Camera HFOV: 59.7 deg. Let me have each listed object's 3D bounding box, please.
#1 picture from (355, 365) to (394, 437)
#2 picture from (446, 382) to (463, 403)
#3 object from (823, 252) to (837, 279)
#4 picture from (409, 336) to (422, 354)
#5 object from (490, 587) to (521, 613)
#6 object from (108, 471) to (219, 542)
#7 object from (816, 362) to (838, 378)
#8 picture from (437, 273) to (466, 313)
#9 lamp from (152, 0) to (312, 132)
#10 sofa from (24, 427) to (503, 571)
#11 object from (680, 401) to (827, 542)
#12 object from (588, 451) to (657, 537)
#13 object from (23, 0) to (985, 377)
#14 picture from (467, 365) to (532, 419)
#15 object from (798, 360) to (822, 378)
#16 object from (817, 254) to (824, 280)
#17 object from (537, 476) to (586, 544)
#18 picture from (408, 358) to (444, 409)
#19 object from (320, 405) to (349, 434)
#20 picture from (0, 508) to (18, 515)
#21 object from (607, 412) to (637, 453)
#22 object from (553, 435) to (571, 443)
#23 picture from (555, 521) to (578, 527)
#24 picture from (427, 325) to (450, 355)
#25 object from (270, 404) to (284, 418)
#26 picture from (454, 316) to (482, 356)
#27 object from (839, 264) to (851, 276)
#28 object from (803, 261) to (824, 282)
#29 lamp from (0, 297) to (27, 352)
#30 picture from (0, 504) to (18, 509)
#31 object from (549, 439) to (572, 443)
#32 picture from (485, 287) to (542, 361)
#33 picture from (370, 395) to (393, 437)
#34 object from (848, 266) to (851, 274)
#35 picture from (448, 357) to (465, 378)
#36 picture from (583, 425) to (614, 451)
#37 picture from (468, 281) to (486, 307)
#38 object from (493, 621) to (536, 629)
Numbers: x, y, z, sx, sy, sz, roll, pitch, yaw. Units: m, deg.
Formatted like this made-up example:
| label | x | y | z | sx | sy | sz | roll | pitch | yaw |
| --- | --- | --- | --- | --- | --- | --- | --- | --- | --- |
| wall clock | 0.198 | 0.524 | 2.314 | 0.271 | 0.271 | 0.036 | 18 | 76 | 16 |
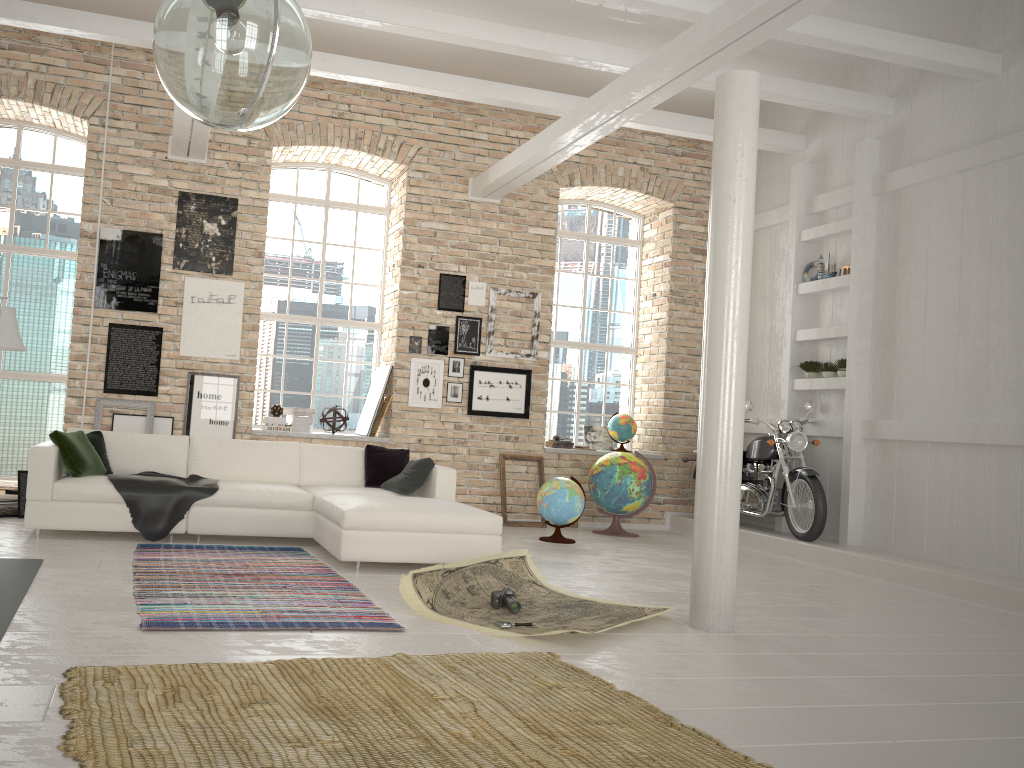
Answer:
| label | x | y | z | sx | sy | sz | roll | pitch | yaw |
| --- | --- | --- | --- | --- | --- | --- | --- | --- | --- |
| picture | -1.481 | 0.184 | 9.580 | 0.236 | 0.763 | 0.611 | 5 | -3 | -21 |
| picture | -0.611 | 0.091 | 9.495 | 0.170 | 0.213 | 0.012 | 4 | -3 | -15 |
| object | 3.081 | -1.149 | 8.626 | 0.063 | 0.261 | 0.236 | 4 | -3 | -8 |
| picture | -1.018 | -0.413 | 9.397 | 0.131 | 0.178 | 0.009 | 4 | -3 | -10 |
| object | -0.025 | 1.218 | 5.044 | 0.143 | 0.124 | 0.176 | 5 | -3 | -19 |
| object | -2.763 | 0.949 | 6.996 | 0.859 | 0.464 | 0.808 | 5 | -3 | -20 |
| object | 3.047 | -0.134 | 8.569 | 0.220 | 0.158 | 0.235 | 5 | -3 | -27 |
| picture | -0.641 | -0.972 | 9.513 | 0.286 | 0.394 | 0.019 | 4 | -3 | -15 |
| lamp | -0.856 | -1.589 | 2.868 | 0.499 | 1.598 | 0.505 | 4 | -3 | -4 |
| sofa | -1.979 | 0.864 | 6.839 | 3.163 | 0.841 | 2.252 | 5 | -3 | -17 |
| object | 2.451 | 0.813 | 9.004 | 0.775 | 1.328 | 2.273 | 5 | -3 | -26 |
| object | 1.126 | 1.148 | 9.365 | 0.611 | 0.924 | 0.700 | 6 | -4 | -43 |
| object | -0.332 | -1.159 | 4.333 | 9.761 | 4.797 | 12.314 | 5 | -3 | -19 |
| picture | -0.133 | 0.089 | 9.619 | 0.689 | 0.535 | 0.032 | 4 | -3 | -15 |
| object | 2.938 | -0.141 | 8.787 | 0.245 | 0.180 | 0.236 | 1 | -4 | 42 |
| object | 3.045 | -1.146 | 8.795 | 0.071 | 0.267 | 0.064 | 2 | -3 | 25 |
| object | 0.455 | 1.180 | 8.420 | 0.470 | 0.631 | 0.425 | 3 | -3 | 22 |
| picture | -0.904 | -0.008 | 9.413 | 0.353 | 0.514 | 0.014 | 4 | -3 | -15 |
| object | -1.856 | 0.372 | 9.307 | 0.289 | 0.307 | 0.323 | 5 | -3 | -28 |
| picture | -4.399 | 1.080 | 7.931 | 0.613 | 0.048 | 0.751 | 3 | -3 | 17 |
| object | 1.274 | 0.562 | 10.323 | 0.321 | 0.465 | 0.338 | 4 | -3 | -13 |
| object | 0.570 | 0.629 | 10.096 | 0.099 | 0.090 | 0.454 | 3 | -3 | 21 |
| picture | 0.592 | 1.387 | 9.761 | 0.258 | 0.351 | 0.099 | 4 | -3 | -16 |
| picture | -0.781 | -0.466 | 9.463 | 0.222 | 0.306 | 0.015 | 4 | -3 | -15 |
| object | -2.429 | 0.277 | 9.208 | 0.146 | 0.137 | 0.140 | 3 | -3 | 9 |
| picture | -0.469 | -0.516 | 9.543 | 0.282 | 0.409 | 0.010 | 4 | -3 | -15 |
| object | 3.172 | -1.076 | 8.484 | 0.106 | 0.120 | 0.108 | 4 | -3 | -1 |
| object | 3.015 | -1.122 | 8.929 | 0.067 | 0.229 | 0.247 | 5 | -3 | -30 |
| lamp | -4.231 | 0.203 | 6.844 | 1.043 | 1.775 | 0.433 | 3 | -3 | 17 |
| picture | -4.356 | 1.045 | 7.924 | 0.628 | 0.048 | 0.730 | 1 | -4 | 41 |
| object | 0.542 | 0.644 | 10.069 | 0.206 | 0.021 | 0.165 | 5 | -3 | -18 |
| picture | 0.017 | -0.648 | 9.680 | 0.583 | 0.749 | 0.026 | 4 | -3 | -15 |
| picture | -1.401 | 0.341 | 9.430 | 0.166 | 0.460 | 0.377 | 5 | -3 | -21 |
| object | 3.215 | -1.063 | 8.373 | 0.113 | 0.088 | 0.100 | 3 | -3 | 23 |
| picture | -0.595 | -0.176 | 9.508 | 0.170 | 0.213 | 0.012 | 4 | -3 | -15 |
| picture | 1.037 | 0.651 | 10.633 | 0.379 | 0.292 | 0.070 | 4 | -3 | -15 |
| picture | -0.376 | -0.970 | 9.590 | 0.187 | 0.259 | 0.012 | 4 | -3 | -15 |
| object | 0.024 | 1.251 | 4.633 | 0.218 | 0.019 | 0.101 | 5 | -3 | -21 |
